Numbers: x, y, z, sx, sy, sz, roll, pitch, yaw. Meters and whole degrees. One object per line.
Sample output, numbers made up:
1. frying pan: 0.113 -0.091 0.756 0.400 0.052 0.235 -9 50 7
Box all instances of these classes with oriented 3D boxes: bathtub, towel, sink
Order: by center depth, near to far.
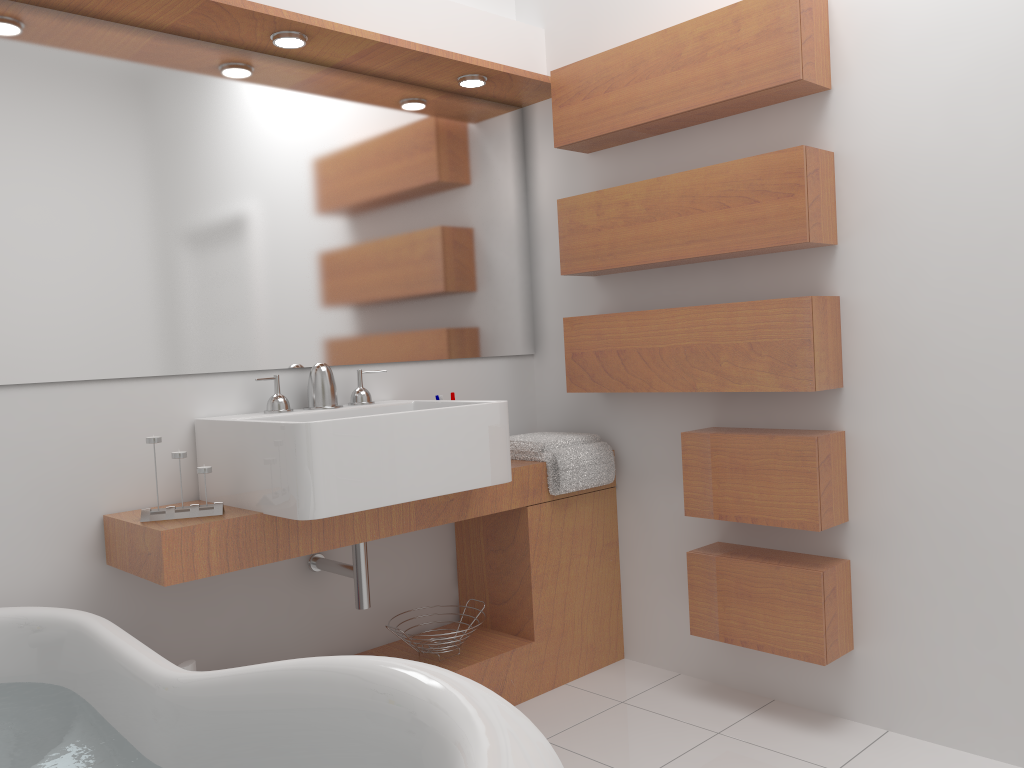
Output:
1. bathtub: -0.732 0.737 1.173 1.055 0.674 1.863 -5 3 -43
2. sink: -0.409 0.276 2.379 0.657 0.673 0.552 -5 3 -43
3. towel: 0.110 0.257 2.956 0.272 0.140 0.359 -5 3 -43

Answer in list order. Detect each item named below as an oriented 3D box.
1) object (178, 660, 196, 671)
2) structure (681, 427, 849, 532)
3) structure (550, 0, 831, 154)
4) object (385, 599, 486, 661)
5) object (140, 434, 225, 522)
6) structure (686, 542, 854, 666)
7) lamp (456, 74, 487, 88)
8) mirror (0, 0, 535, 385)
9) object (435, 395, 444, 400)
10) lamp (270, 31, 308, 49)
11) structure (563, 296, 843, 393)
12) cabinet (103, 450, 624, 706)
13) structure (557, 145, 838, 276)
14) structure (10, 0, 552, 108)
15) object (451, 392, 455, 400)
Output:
1. object: -0.756 0.757 2.078 0.046 0.207 0.079 -3 2 12
2. structure: 0.699 0.255 2.482 0.165 0.245 0.417 -5 3 -43
3. structure: 0.485 -0.893 2.601 0.165 0.245 0.860 -5 3 -43
4. object: -0.220 0.743 2.637 0.291 0.126 0.291 -3 2 5
5. object: -0.783 0.214 2.095 0.182 0.203 0.059 -4 2 -13
6. structure: 0.718 0.604 2.495 0.165 0.245 0.417 -5 3 -43
7. lamp: -0.127 -0.961 2.815 0.098 0.018 0.098 -2 2 26
8. mirror: -0.877 -0.469 2.323 2.600 0.887 0.022 -5 3 -43
9. object: -0.197 0.146 2.760 0.070 0.228 0.016 -4 2 -18
10. lamp: -0.595 -0.920 2.371 0.098 0.018 0.098 -4 2 -23
11. structure: 0.528 -0.103 2.630 0.165 0.245 0.860 -5 3 -43
12. cabinet: -0.350 0.634 2.553 1.635 0.719 0.355 -5 3 -43
13. structure: 0.507 -0.484 2.616 0.165 0.245 0.860 -5 3 -43
14. structure: -0.820 -1.029 2.205 2.606 0.240 0.287 -5 3 -43
15. object: -0.180 0.142 2.798 0.016 0.231 0.052 -3 2 -4
